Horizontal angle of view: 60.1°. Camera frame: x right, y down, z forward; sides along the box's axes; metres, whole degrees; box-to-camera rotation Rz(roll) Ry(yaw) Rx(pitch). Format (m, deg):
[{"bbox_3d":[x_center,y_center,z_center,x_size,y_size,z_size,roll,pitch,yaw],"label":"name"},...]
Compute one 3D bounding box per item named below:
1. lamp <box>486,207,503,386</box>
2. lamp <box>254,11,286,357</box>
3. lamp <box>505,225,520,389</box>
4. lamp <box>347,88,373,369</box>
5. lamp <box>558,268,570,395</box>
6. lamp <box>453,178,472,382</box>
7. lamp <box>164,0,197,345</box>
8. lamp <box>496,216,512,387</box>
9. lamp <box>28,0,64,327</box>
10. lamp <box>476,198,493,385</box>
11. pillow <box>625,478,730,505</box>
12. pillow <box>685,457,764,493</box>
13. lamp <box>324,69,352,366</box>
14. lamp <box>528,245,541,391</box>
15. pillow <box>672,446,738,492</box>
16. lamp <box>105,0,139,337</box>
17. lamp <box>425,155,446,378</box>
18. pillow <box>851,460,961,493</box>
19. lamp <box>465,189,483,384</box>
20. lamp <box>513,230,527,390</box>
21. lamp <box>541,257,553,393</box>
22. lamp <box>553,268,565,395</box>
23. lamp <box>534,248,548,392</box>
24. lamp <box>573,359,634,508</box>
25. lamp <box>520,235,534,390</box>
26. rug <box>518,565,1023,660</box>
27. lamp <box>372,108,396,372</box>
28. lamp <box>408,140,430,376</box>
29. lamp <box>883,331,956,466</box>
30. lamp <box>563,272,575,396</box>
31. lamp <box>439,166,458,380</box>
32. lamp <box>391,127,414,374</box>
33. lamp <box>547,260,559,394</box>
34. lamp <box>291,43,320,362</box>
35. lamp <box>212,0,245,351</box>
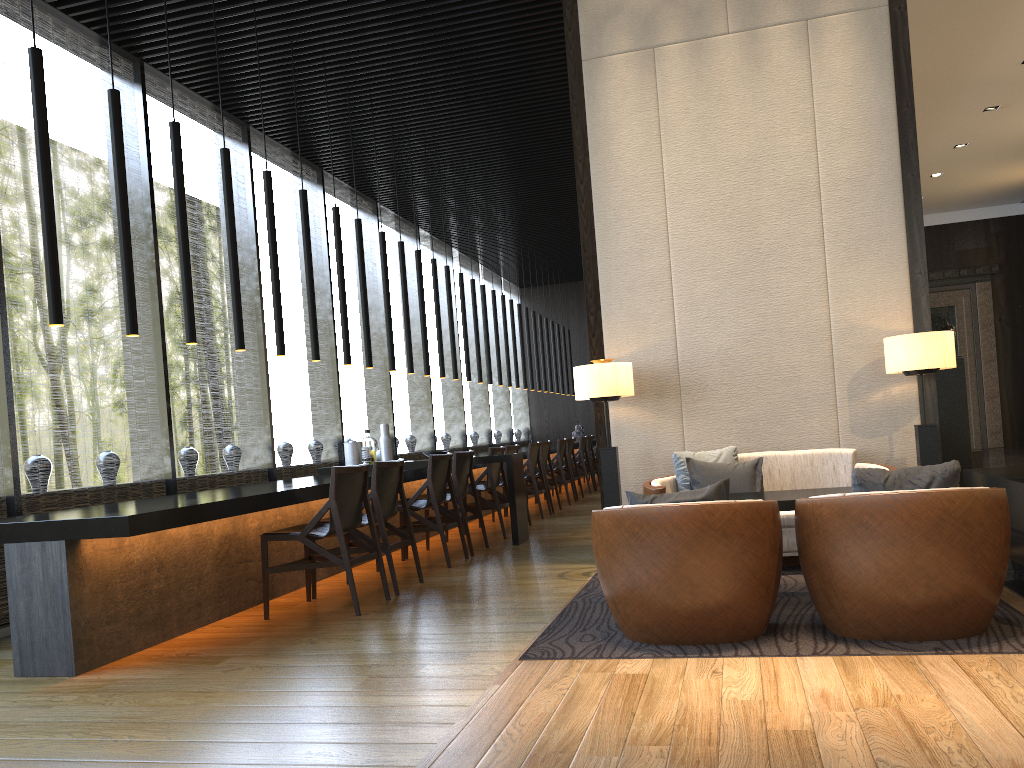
[{"bbox_3d":[-0.243,-1.180,11.659,0.060,2.420,0.060,-4,0,9],"label":"lamp"},{"bbox_3d":[-1.666,-1.395,6.036,0.060,2.420,0.060,-4,0,9],"label":"lamp"},{"bbox_3d":[-0.010,-1.145,12.578,0.060,2.420,0.060,-4,0,9],"label":"lamp"},{"bbox_3d":[-1.299,-1.339,7.488,0.060,2.420,0.060,-4,0,9],"label":"lamp"},{"bbox_3d":[0.946,-1.001,16.356,0.060,2.420,0.060,-4,0,9],"label":"lamp"},{"bbox_3d":[-0.593,-1.233,10.276,0.060,2.420,0.060,-4,0,19],"label":"lamp"},{"bbox_3d":[-1.918,-1.433,5.041,0.060,2.420,0.060,-4,0,9],"label":"lamp"},{"bbox_3d":[-0.122,-1.162,12.138,0.060,2.420,0.060,-4,0,19],"label":"lamp"},{"bbox_3d":[-2.172,-1.471,4.039,0.060,2.420,0.060,-4,0,9],"label":"lamp"},{"bbox_3d":[-0.364,-1.198,11.180,0.060,2.420,0.060,-4,0,19],"label":"lamp"},{"bbox_3d":[0.686,0.563,3.618,0.442,0.338,0.205,-5,-1,21],"label":"pillow"},{"bbox_3d":[1.281,0.602,5.303,0.472,0.361,0.219,-5,-1,11],"label":"pillow"},{"bbox_3d":[-1.405,-1.355,7.070,0.060,2.420,0.060,-4,0,9],"label":"lamp"},{"bbox_3d":[0.341,-1.092,13.967,0.060,2.420,0.060,-4,0,9],"label":"lamp"},{"bbox_3d":[1.220,0.596,5.478,0.432,0.399,0.201,-4,-1,-7],"label":"pillow"},{"bbox_3d":[-2.043,-1.452,4.548,0.060,2.420,0.060,-4,0,9],"label":"lamp"},{"bbox_3d":[-0.825,-1.268,9.358,0.060,2.420,0.060,-4,0,9],"label":"lamp"},{"bbox_3d":[1.516,0.482,3.408,0.399,0.362,0.222,-5,-1,15],"label":"pillow"},{"bbox_3d":[-0.476,-1.215,10.740,0.060,2.420,0.060,-4,0,9],"label":"lamp"},{"bbox_3d":[0.106,-1.127,13.036,0.060,2.420,0.060,-4,0,9],"label":"lamp"},{"bbox_3d":[0.574,-1.057,14.887,0.060,2.420,0.060,-4,0,9],"label":"lamp"},{"bbox_3d":[0.821,-1.019,15.864,0.060,2.420,0.060,-4,0,9],"label":"lamp"},{"bbox_3d":[0.457,-1.074,14.423,0.060,2.420,0.060,-4,0,9],"label":"lamp"},{"bbox_3d":[0.626,0.523,5.639,0.375,1.351,0.375,-4,0,4],"label":"lamp"},{"bbox_3d":[0.219,-1.110,13.485,0.060,2.420,0.060,-4,0,9],"label":"lamp"},{"bbox_3d":[1.285,1.076,4.452,2.043,0.008,2.241,-5,-3,14],"label":"rug"},{"bbox_3d":[-1.171,-1.320,7.995,0.060,2.420,0.060,-4,0,9],"label":"lamp"},{"bbox_3d":[-0.944,-1.286,8.888,0.060,2.420,0.060,-4,0,9],"label":"lamp"},{"bbox_3d":[2.427,0.372,5.180,0.374,1.319,0.375,-4,0,-32],"label":"lamp"},{"bbox_3d":[1.073,-0.981,16.857,0.060,2.420,0.060,-4,0,9],"label":"lamp"},{"bbox_3d":[-0.716,-1.251,9.790,0.060,2.420,0.060,-4,0,9],"label":"lamp"},{"bbox_3d":[-1.056,-1.303,8.446,0.060,2.420,0.060,-4,0,9],"label":"lamp"},{"bbox_3d":[0.699,-1.038,15.380,0.060,2.420,0.060,-4,0,9],"label":"lamp"},{"bbox_3d":[-1.540,-1.376,6.536,0.060,2.420,0.060,-4,0,9],"label":"lamp"},{"bbox_3d":[-1.792,-1.414,5.538,0.060,2.420,0.060,-4,0,9],"label":"lamp"}]
